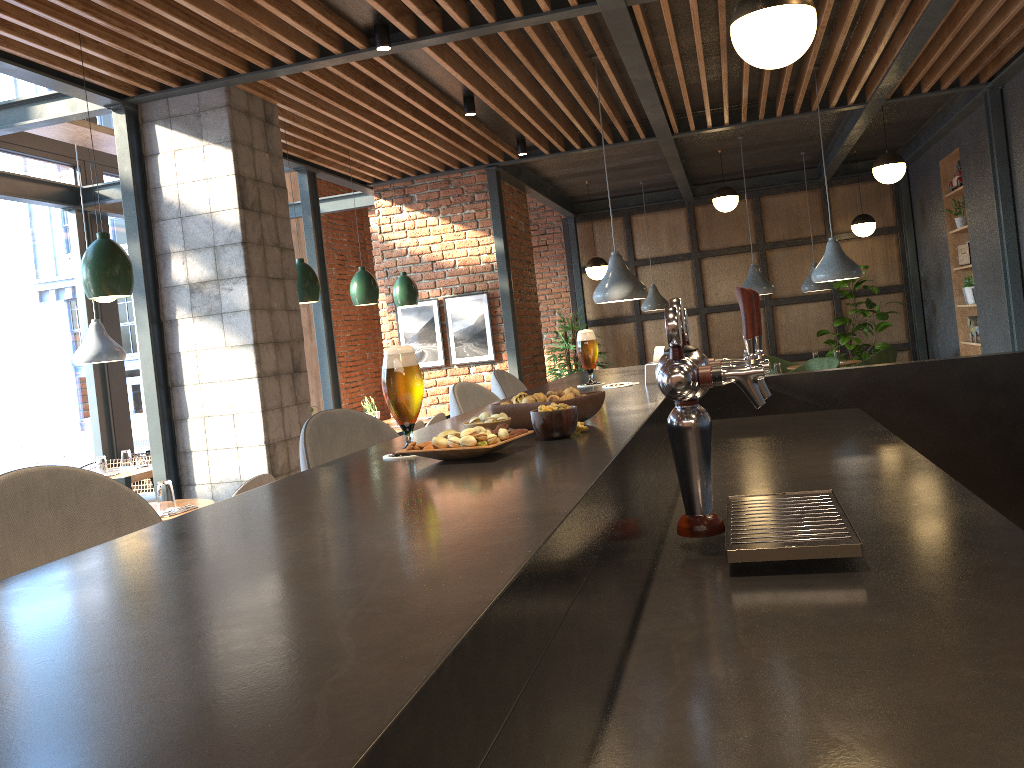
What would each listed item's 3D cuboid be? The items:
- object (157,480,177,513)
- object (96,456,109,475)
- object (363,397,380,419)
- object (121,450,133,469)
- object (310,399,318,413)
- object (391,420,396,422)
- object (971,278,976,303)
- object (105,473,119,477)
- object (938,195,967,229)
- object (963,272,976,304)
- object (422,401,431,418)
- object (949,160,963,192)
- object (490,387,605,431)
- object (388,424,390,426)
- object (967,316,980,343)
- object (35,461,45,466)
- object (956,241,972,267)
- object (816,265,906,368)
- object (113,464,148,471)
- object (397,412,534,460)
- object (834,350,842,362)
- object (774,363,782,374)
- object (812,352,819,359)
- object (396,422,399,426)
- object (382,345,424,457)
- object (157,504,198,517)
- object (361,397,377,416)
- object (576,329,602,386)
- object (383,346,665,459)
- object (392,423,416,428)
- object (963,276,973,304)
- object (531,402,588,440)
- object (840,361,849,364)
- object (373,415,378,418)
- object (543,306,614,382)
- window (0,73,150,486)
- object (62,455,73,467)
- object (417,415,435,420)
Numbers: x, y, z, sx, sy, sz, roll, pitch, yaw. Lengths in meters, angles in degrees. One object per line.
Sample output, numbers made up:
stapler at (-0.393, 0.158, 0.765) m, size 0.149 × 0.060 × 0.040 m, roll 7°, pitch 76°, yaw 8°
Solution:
object at (-1.572, 0.508, 4.022) m, size 0.080 × 0.138 × 0.080 m, roll -7°, pitch 1°, yaw -18°
object at (-2.952, 0.588, 6.374) m, size 0.080 × 0.138 × 0.080 m, roll -6°, pitch 1°, yaw 16°
object at (-1.099, 0.230, 6.889) m, size 0.146 × 0.276 × 0.146 m, roll -6°, pitch 1°, yaw -5°
object at (-2.907, 0.568, 6.684) m, size 0.080 × 0.138 × 0.080 m, roll -7°, pitch 1°, yaw -11°
object at (-2.663, 0.434, 9.448) m, size 0.857 × 1.497 × 0.900 m, roll -6°, pitch 1°, yaw 33°
object at (-0.945, 0.304, 7.703) m, size 0.157 × 0.019 × 0.243 m, roll -6°, pitch 3°, yaw 13°
object at (4.530, -0.953, 8.582) m, size 0.143 × 0.350 × 0.144 m, roll -6°, pitch 1°, yaw 31°
object at (-2.962, 0.657, 6.354) m, size 0.242 × 0.019 × 0.158 m, roll -6°, pitch 3°, yaw 13°
object at (4.509, -1.727, 8.873) m, size 0.174 × 0.329 × 0.537 m, roll -6°, pitch 2°, yaw -6°
object at (4.588, -0.961, 8.815) m, size 0.213 × 0.329 × 0.233 m, roll -6°, pitch 1°, yaw 20°
object at (-0.741, 0.219, 7.626) m, size 0.080 × 0.138 × 0.080 m, roll -7°, pitch 1°, yaw -12°
object at (4.484, -2.079, 8.789) m, size 0.204 × 0.285 × 0.518 m, roll -6°, pitch 2°, yaw 14°
object at (0.070, 0.046, 1.667) m, size 0.168 × 0.072 × 0.169 m, roll -5°, pitch 3°, yaw 34°
object at (-1.069, 0.347, 6.838) m, size 0.251 × 0.046 × 0.253 m, roll -7°, pitch 3°, yaw -12°
object at (4.653, -0.550, 8.841) m, size 0.150 × 0.257 × 0.522 m, roll -6°, pitch 2°, yaw 14°
object at (-3.458, 0.638, 6.504) m, size 0.080 × 0.138 × 0.080 m, roll -7°, pitch 1°, yaw -11°
object at (4.600, -1.304, 8.831) m, size 0.199 × 0.241 × 0.341 m, roll -6°, pitch 2°, yaw 9°
object at (4.161, -0.531, 10.558) m, size 1.055 × 1.794 × 0.723 m, roll -6°, pitch 1°, yaw 25°
object at (-2.873, 0.630, 6.701) m, size 0.242 × 0.019 × 0.158 m, roll -6°, pitch 3°, yaw 16°
object at (-0.045, 0.081, 1.430) m, size 0.163 × 0.052 × 0.292 m, roll -5°, pitch 3°, yaw 23°
object at (3.641, -0.306, 9.917) m, size 0.080 × 0.138 × 0.080 m, roll -6°, pitch 1°, yaw 22°
object at (2.643, -0.140, 8.815) m, size 0.080 × 0.138 × 0.080 m, roll -7°, pitch 1°, yaw -38°
object at (3.481, -0.300, 10.156) m, size 0.080 × 0.138 × 0.080 m, roll -6°, pitch 1°, yaw -8°
object at (-0.895, 0.262, 7.098) m, size 0.080 × 0.138 × 0.080 m, roll -7°, pitch 1°, yaw -12°
object at (-0.180, 0.025, 1.480) m, size 0.070 × 0.183 × 0.070 m, roll -6°, pitch 1°, yaw 35°
object at (-1.550, 0.574, 3.995) m, size 0.157 × 0.019 × 0.243 m, roll -5°, pitch 3°, yaw 20°
object at (-1.064, 0.230, 6.767) m, size 0.115 × 0.282 × 0.128 m, roll -6°, pitch 1°, yaw 10°
object at (0.244, -0.087, 2.833) m, size 0.070 × 0.178 × 0.070 m, roll -6°, pitch 0°, yaw 18°
object at (0.146, -0.001, 2.122) m, size 0.321 × 0.106 × 1.513 m, roll -6°, pitch 3°, yaw 18°
object at (-0.870, 0.327, 7.072) m, size 0.157 × 0.019 × 0.243 m, roll -6°, pitch 3°, yaw 15°
object at (4.677, -0.964, 9.014) m, size 0.173 × 0.295 × 0.190 m, roll -7°, pitch 1°, yaw -12°
object at (0.077, 0.060, 1.494) m, size 0.078 × 0.060 × 0.108 m, roll -6°, pitch 2°, yaw 22°
object at (3.642, -0.238, 9.887) m, size 0.243 × 0.019 × 0.157 m, roll -8°, pitch 3°, yaw -31°
object at (-1.018, 0.303, 6.543) m, size 0.080 × 0.138 × 0.080 m, roll -7°, pitch 1°, yaw -22°
object at (0.835, -0.163, 11.380) m, size 0.980 × 1.722 × 0.912 m, roll -7°, pitch 1°, yaw -20°
window at (-4.518, -1.634, 5.646) m, size 0.127 × 5.597 × 8.739 m, roll -6°, pitch 2°, yaw 15°
object at (-3.422, 0.619, 6.816) m, size 0.080 × 0.138 × 0.080 m, roll -6°, pitch 1°, yaw 17°
object at (-0.716, 0.284, 7.600) m, size 0.157 × 0.019 × 0.243 m, roll -6°, pitch 3°, yaw 15°
